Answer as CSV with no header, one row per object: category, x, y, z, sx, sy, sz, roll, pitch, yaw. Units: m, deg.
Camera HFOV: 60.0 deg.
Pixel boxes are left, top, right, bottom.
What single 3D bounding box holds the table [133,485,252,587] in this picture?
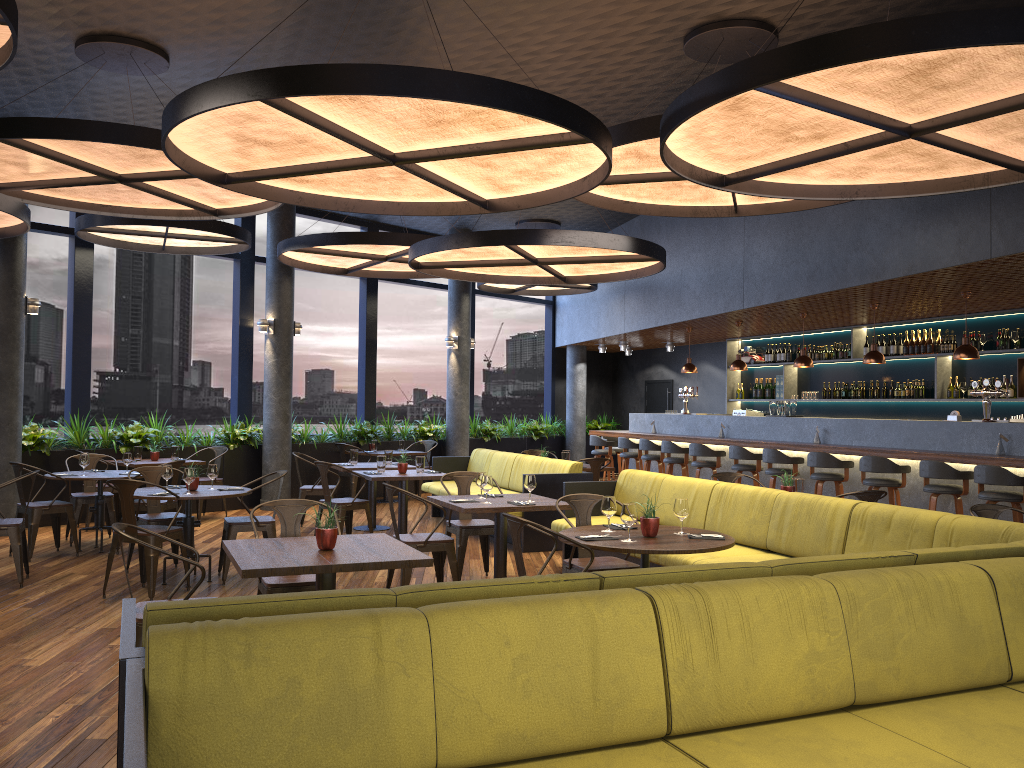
table,-2.687,1.266,7.356,1.007,0.760,1.007,2,-2,-36

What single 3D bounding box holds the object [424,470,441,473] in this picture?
object,-0.859,0.952,9.624,0.157,0.019,0.255,1,-2,-24

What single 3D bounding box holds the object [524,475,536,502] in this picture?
object,0.140,0.808,6.861,0.097,0.206,0.097,2,-2,-31

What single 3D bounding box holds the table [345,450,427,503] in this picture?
table,-1.950,1.430,13.708,0.887,0.763,0.906,0,-2,41

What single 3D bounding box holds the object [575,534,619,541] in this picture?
object,0.495,0.861,4.998,0.255,0.019,0.157,1,-1,-21

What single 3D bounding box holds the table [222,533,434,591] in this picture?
table,-0.968,1.219,4.497,0.887,0.763,0.906,1,-2,-23

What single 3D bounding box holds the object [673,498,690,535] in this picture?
object,1.000,0.779,5.233,0.097,0.206,0.097,0,-1,19

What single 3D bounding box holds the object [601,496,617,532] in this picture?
object,0.578,0.775,5.295,0.097,0.206,0.097,1,-1,2

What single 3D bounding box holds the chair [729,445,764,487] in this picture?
chair,2.914,1.281,10.937,0.483,1.048,0.438,0,-2,38

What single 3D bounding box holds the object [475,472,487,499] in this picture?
object,-0.243,0.808,7.066,0.097,0.206,0.097,2,-2,-31

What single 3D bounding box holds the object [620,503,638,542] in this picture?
object,0.650,0.767,4.917,0.097,0.206,0.097,0,-1,16

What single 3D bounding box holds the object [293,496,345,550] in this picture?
object,-0.946,0.701,4.504,0.260,0.271,0.238,0,-1,12

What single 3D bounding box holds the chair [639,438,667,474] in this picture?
chair,2.081,1.318,12.898,0.483,1.048,0.438,0,-2,38

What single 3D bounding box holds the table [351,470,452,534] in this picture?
table,-1.188,1.338,9.510,0.887,0.763,0.906,1,-2,-23

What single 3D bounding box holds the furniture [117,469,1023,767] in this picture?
furniture,0.765,1.158,4.158,4.895,0.914,7.462,1,-2,-28

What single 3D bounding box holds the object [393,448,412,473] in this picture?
object,-1.160,0.819,9.502,0.238,0.271,0.260,0,-1,16

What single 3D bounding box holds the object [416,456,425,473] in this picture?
object,-0.984,0.868,9.517,0.102,0.178,0.102,0,-2,33

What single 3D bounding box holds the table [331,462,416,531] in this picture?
table,-1.697,1.360,10.702,0.906,0.763,0.887,1,-2,-23

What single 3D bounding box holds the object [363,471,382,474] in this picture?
object,-1.483,0.939,9.394,0.157,0.019,0.255,1,-2,-24

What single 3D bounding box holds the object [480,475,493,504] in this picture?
object,-0.192,0.800,6.727,0.097,0.206,0.097,1,-2,-23

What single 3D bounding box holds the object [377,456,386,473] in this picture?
object,-1.407,0.864,9.553,0.102,0.178,0.102,1,-1,-17

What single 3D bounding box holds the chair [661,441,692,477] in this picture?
chair,2.278,1.305,12.239,0.438,1.048,0.483,1,-1,6

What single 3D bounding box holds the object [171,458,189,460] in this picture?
object,-4.178,0.947,11.181,0.255,0.019,0.157,-1,-2,43

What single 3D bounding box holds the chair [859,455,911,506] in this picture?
chair,3.752,1.245,8.985,0.438,1.048,0.483,1,-1,-9

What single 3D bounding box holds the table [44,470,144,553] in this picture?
table,-4.149,1.285,8.927,1.007,0.760,1.007,2,-2,-30

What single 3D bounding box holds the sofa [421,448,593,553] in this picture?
sofa,-0.186,1.302,10.611,0.966,0.914,3.061,1,-2,-23

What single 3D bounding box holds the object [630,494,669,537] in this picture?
object,0.798,0.738,5.093,0.238,0.271,0.260,1,-1,-2

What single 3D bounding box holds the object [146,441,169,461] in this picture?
object,-4.415,0.813,10.986,0.260,0.271,0.238,1,-1,-7

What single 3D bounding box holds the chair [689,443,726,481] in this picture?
chair,2.525,1.291,11.554,0.438,1.048,0.483,1,-1,-3

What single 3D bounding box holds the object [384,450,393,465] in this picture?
object,-1.490,0.891,10.705,0.102,0.178,0.102,-1,-2,43

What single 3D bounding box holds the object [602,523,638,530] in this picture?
object,0.671,0.874,5.440,0.157,0.019,0.255,1,-1,-16

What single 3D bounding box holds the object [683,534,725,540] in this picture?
object,1.091,0.871,5.082,0.255,0.019,0.157,1,-1,9

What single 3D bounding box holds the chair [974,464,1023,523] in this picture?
chair,4.244,1.219,7.675,0.438,1.048,0.483,1,-1,6

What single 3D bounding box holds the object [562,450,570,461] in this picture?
object,0.688,0.932,11.231,0.102,0.178,0.102,0,-1,13

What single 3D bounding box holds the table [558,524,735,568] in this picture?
table,0.765,1.256,5.114,1.007,0.760,1.007,0,-1,14

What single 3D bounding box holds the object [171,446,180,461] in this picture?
object,-4.183,0.863,11.009,0.102,0.178,0.102,2,-2,-31

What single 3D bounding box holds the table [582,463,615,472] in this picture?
table,0.660,1.398,10.996,0.906,0.763,0.887,1,-2,-23

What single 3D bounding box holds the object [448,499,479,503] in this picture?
object,-0.349,0.894,6.803,0.255,0.019,0.157,1,-2,-23

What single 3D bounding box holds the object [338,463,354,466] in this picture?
object,-1.989,0.961,10.583,0.157,0.019,0.255,1,-2,-24

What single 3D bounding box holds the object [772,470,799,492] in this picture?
object,2.276,0.811,7.309,0.238,0.271,0.260,1,-1,-2

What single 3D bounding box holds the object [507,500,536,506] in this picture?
object,0.062,0.897,6.702,0.157,0.019,0.255,1,-2,-23

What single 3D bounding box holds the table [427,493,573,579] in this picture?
table,-0.103,1.289,6.925,0.906,0.763,0.887,1,-2,-23

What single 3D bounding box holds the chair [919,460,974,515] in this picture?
chair,4.061,1.231,8.273,0.483,1.048,0.438,0,-2,38

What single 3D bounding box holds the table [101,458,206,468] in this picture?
table,-4.430,1.331,10.943,0.887,0.763,0.906,0,-2,41

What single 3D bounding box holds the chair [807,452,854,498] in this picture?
chair,3.456,1.256,9.627,0.483,1.048,0.438,0,-2,27

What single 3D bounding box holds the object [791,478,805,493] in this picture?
object,2.301,0.853,7.138,0.102,0.178,0.102,2,-2,-37

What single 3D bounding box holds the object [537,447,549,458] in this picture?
object,0.388,0.873,10.886,0.238,0.271,0.260,1,-1,-18

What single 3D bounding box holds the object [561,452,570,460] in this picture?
object,0.652,0.921,10.808,0.102,0.178,0.102,2,-2,-37

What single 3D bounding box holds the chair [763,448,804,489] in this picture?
chair,3.131,1.268,10.287,0.438,1.048,0.483,1,-1,6

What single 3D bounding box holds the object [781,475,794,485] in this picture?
object,2.337,0.863,7.524,0.102,0.178,0.102,0,-1,13

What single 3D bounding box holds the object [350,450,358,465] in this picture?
object,-1.913,0.886,10.742,0.102,0.178,0.102,-1,-2,43

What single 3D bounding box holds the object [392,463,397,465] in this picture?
object,-1.366,0.975,10.813,0.157,0.019,0.255,1,-2,-24

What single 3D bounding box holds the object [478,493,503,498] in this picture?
object,-0.167,0.906,7.220,0.157,0.019,0.255,1,-2,-23
